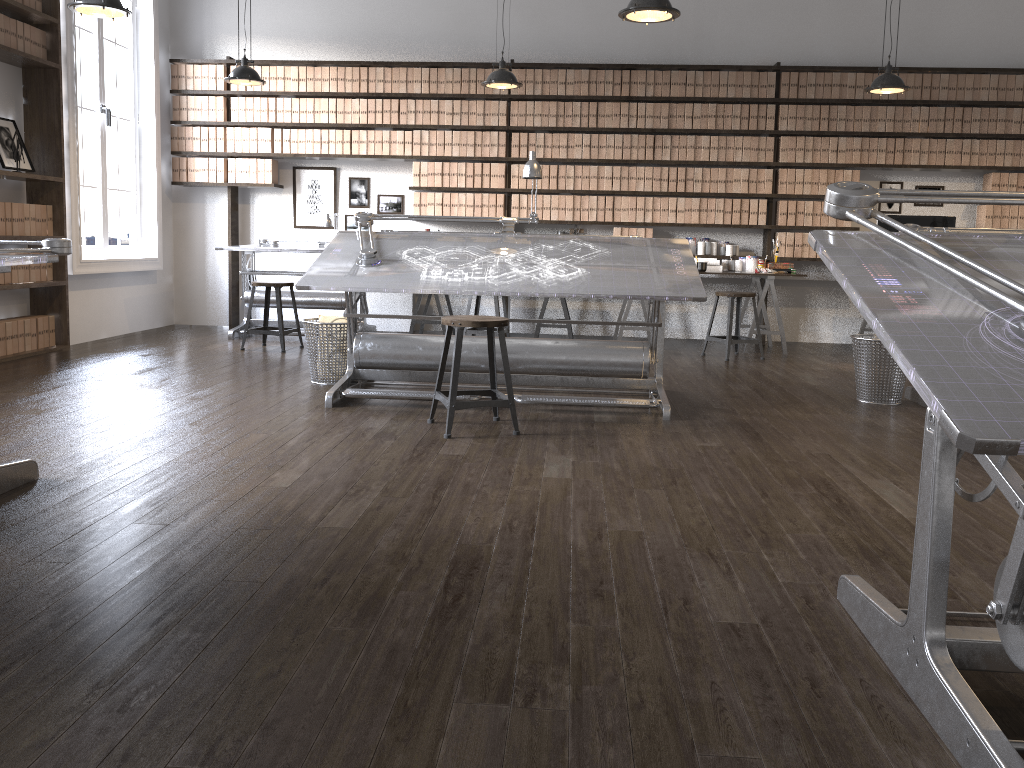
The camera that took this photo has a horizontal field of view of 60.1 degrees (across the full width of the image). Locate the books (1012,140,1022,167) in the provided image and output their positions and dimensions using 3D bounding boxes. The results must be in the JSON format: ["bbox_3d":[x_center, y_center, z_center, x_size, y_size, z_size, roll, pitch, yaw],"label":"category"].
[{"bbox_3d":[4.332,-1.990,7.678,0.067,0.224,0.175,2,7,4],"label":"books"}]

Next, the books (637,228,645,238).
[{"bbox_3d":[1.154,-1.289,7.975,0.067,0.224,0.175,2,7,4],"label":"books"}]

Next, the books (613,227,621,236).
[{"bbox_3d":[0.945,-1.296,7.987,0.067,0.224,0.175,2,7,4],"label":"books"}]

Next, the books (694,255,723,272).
[{"bbox_3d":[1.660,-1.044,7.642,0.294,0.147,0.388,2,9,4],"label":"books"}]

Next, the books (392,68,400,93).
[{"bbox_3d":[-1.030,-2.719,7.981,0.067,0.224,0.175,2,7,4],"label":"books"}]

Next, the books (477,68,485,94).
[{"bbox_3d":[-0.270,-2.692,7.929,0.067,0.224,0.175,2,7,4],"label":"books"}]

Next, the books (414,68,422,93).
[{"bbox_3d":[-0.833,-2.712,7.965,0.067,0.224,0.175,2,7,4],"label":"books"}]

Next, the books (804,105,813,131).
[{"bbox_3d":[2.574,-2.318,7.767,0.067,0.224,0.175,2,7,4],"label":"books"}]

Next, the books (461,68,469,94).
[{"bbox_3d":[-0.408,-2.696,7.933,0.067,0.224,0.175,2,7,4],"label":"books"}]

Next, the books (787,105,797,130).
[{"bbox_3d":[2.439,-2.322,7.772,0.067,0.224,0.175,2,7,4],"label":"books"}]

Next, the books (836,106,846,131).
[{"bbox_3d":[2.859,-2.307,7.745,0.067,0.224,0.175,2,7,4],"label":"books"}]

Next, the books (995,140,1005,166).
[{"bbox_3d":[4.197,-1.994,7.683,0.067,0.224,0.175,2,7,4],"label":"books"}]

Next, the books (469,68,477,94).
[{"bbox_3d":[-0.344,-2.695,7.933,0.067,0.224,0.175,2,7,4],"label":"books"}]

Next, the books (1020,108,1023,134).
[{"bbox_3d":[4.391,-2.253,7.642,0.067,0.224,0.175,2,7,4],"label":"books"}]

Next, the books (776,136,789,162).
[{"bbox_3d":[2.382,-2.058,7.808,0.067,0.224,0.175,2,7,4],"label":"books"}]

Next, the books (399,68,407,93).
[{"bbox_3d":[-0.963,-2.716,7.971,0.067,0.224,0.175,2,7,4],"label":"books"}]

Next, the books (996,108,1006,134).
[{"bbox_3d":[4.189,-2.260,7.654,0.067,0.224,0.175,2,7,4],"label":"books"}]

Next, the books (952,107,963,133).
[{"bbox_3d":[3.835,-2.272,7.679,0.067,0.224,0.175,2,7,4],"label":"books"}]

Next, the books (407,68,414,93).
[{"bbox_3d":[-0.896,-2.715,7.971,0.067,0.224,0.175,2,7,4],"label":"books"}]

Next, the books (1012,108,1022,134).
[{"bbox_3d":[4.319,-2.256,7.649,0.067,0.224,0.175,2,7,4],"label":"books"}]

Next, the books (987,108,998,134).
[{"bbox_3d":[4.123,-2.263,7.665,0.067,0.224,0.175,2,7,4],"label":"books"}]

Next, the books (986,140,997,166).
[{"bbox_3d":[4.127,-1.997,7.692,0.067,0.224,0.175,2,7,4],"label":"books"}]

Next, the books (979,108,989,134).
[{"bbox_3d":[4.052,-2.266,7.669,0.067,0.224,0.175,2,7,4],"label":"books"}]

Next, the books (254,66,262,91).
[{"bbox_3d":[-2.283,-2.763,8.061,0.067,0.224,0.175,2,7,4],"label":"books"}]

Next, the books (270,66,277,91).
[{"bbox_3d":[-2.141,-2.759,8.056,0.067,0.224,0.175,2,7,4],"label":"books"}]

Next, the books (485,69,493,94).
[{"bbox_3d":[-0.200,-2.690,7.927,0.067,0.224,0.175,2,7,4],"label":"books"}]

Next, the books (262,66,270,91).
[{"bbox_3d":[-2.212,-2.761,8.061,0.067,0.224,0.175,2,7,4],"label":"books"}]

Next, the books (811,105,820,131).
[{"bbox_3d":[2.640,-2.316,7.765,0.067,0.224,0.175,2,7,4],"label":"books"}]

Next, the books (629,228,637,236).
[{"bbox_3d":[1.083,-1.293,7.984,0.067,0.224,0.175,2,7,4],"label":"books"}]

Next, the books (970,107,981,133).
[{"bbox_3d":[3.981,-2.267,7.670,0.067,0.224,0.175,2,7,4],"label":"books"}]

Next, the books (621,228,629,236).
[{"bbox_3d":[1.013,-1.295,7.989,0.067,0.224,0.175,2,7,4],"label":"books"}]

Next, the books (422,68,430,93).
[{"bbox_3d":[-0.761,-2.709,7.958,0.067,0.224,0.175,2,7,4],"label":"books"}]

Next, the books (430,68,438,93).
[{"bbox_3d":[-0.691,-2.707,7.958,0.067,0.224,0.175,2,7,4],"label":"books"}]

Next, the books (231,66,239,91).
[{"bbox_3d":[-2.502,-2.772,8.081,0.067,0.224,0.175,2,7,4],"label":"books"}]

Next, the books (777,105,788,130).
[{"bbox_3d":[2.367,-2.325,7.780,0.067,0.224,0.175,2,7,4],"label":"books"}]

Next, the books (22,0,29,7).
[{"bbox_3d":[-3.418,-2.679,6.081,0.174,0.224,0.067,2,6,4],"label":"books"}]

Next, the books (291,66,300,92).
[{"bbox_3d":[-1.945,-2.751,8.040,0.067,0.224,0.175,2,7,4],"label":"books"}]

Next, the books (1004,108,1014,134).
[{"bbox_3d":[4.256,-2.258,7.654,0.067,0.224,0.175,2,7,4],"label":"books"}]

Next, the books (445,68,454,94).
[{"bbox_3d":[-0.552,-2.702,7.946,0.067,0.224,0.175,2,7,4],"label":"books"}]

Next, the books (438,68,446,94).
[{"bbox_3d":[-0.621,-2.705,7.955,0.067,0.224,0.175,2,7,4],"label":"books"}]

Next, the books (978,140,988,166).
[{"bbox_3d":[4.058,-2.000,7.699,0.067,0.224,0.175,2,7,4],"label":"books"}]

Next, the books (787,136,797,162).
[{"bbox_3d":[2.445,-2.055,7.799,0.067,0.224,0.175,2,7,4],"label":"books"}]

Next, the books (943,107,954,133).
[{"bbox_3d":[3.762,-2.276,7.689,0.067,0.224,0.175,2,7,4],"label":"books"}]

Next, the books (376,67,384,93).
[{"bbox_3d":[-1.171,-2.724,7.987,0.067,0.224,0.175,2,7,4],"label":"books"}]

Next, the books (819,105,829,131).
[{"bbox_3d":[2.713,-2.312,7.754,0.067,0.224,0.175,2,7,4],"label":"books"}]

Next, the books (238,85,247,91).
[{"bbox_3d":[-2.429,-2.768,8.070,0.067,0.224,0.175,2,7,4],"label":"books"}]

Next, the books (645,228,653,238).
[{"bbox_3d":[1.225,-1.288,7.975,0.067,0.224,0.175,2,7,4],"label":"books"}]

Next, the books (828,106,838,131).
[{"bbox_3d":[2.788,-2.310,7.755,0.067,0.224,0.175,2,7,4],"label":"books"}]

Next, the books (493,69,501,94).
[{"bbox_3d":[-0.131,-2.687,7.918,0.067,0.224,0.175,2,7,4],"label":"books"}]

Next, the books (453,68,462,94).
[{"bbox_3d":[-0.480,-2.699,7.938,0.067,0.224,0.175,2,7,4],"label":"books"}]

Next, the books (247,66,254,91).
[{"bbox_3d":[-2.354,-2.766,8.071,0.067,0.224,0.175,2,7,4],"label":"books"}]

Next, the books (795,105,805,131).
[{"bbox_3d":[2.511,-2.319,7.767,0.067,0.224,0.175,2,7,4],"label":"books"}]

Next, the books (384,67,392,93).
[{"bbox_3d":[-1.100,-2.722,7.986,0.067,0.224,0.175,2,7,4],"label":"books"}]

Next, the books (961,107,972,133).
[{"bbox_3d":[3.910,-2.271,7.680,0.067,0.224,0.175,2,7,4],"label":"books"}]

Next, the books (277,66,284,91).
[{"bbox_3d":[-2.075,-2.755,8.045,0.067,0.224,0.175,2,7,4],"label":"books"}]

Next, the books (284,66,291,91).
[{"bbox_3d":[-2.008,-2.754,8.046,0.067,0.224,0.175,2,7,4],"label":"books"}]
